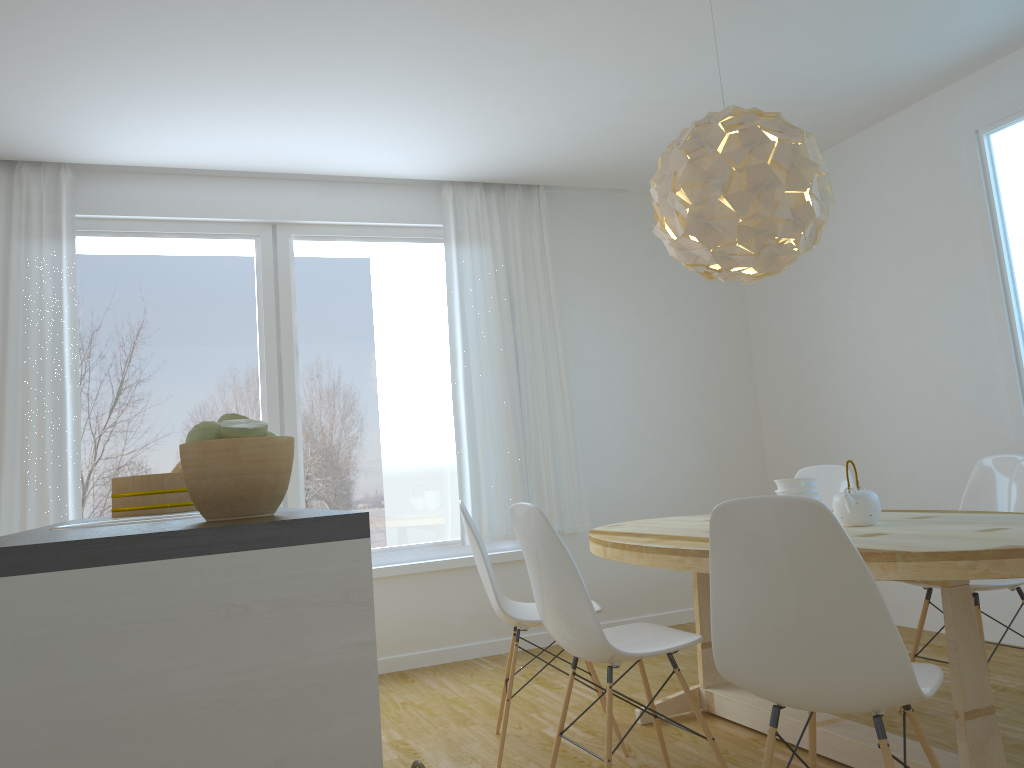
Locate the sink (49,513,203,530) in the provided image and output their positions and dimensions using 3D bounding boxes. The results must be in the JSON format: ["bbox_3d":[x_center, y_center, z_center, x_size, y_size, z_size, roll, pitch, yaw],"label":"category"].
[{"bbox_3d":[-0.853,0.394,2.063,0.403,0.158,0.402,-7,-6,19],"label":"sink"}]

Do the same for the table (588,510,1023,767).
[{"bbox_3d":[1.010,0.847,2.969,1.194,0.732,2.171,-2,-7,-23],"label":"table"}]

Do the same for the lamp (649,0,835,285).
[{"bbox_3d":[0.806,-0.913,3.238,0.647,1.146,0.633,-1,-9,-23],"label":"lamp"}]

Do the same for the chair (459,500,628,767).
[{"bbox_3d":[0.097,0.868,3.296,0.523,0.910,0.426,-4,-8,-2],"label":"chair"}]

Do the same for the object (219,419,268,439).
[{"bbox_3d":[-0.483,0.092,1.598,0.086,0.066,0.083,-4,-7,-10],"label":"object"}]

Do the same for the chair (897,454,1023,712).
[{"bbox_3d":[1.706,0.729,3.254,0.523,0.910,0.426,-1,-9,-22],"label":"chair"}]

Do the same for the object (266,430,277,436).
[{"bbox_3d":[-0.481,0.129,1.669,0.097,0.086,0.081,-9,-9,32],"label":"object"}]

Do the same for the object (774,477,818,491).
[{"bbox_3d":[1.019,0.379,3.166,0.152,0.088,0.150,-5,-6,6],"label":"object"}]

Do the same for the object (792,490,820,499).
[{"bbox_3d":[1.024,0.430,3.156,0.151,0.094,0.151,-7,-7,17],"label":"object"}]

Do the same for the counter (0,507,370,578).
[{"bbox_3d":[-0.941,0.377,2.372,0.601,0.040,2.379,-3,-6,-22],"label":"counter"}]

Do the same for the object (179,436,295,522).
[{"bbox_3d":[-0.505,0.177,1.638,0.204,0.143,0.204,-9,-8,29],"label":"object"}]

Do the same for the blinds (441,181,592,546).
[{"bbox_3d":[0.011,-0.197,5.170,0.795,2.180,0.148,-1,-10,-21],"label":"blinds"}]

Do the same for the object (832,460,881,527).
[{"bbox_3d":[1.106,0.355,2.887,0.177,0.213,0.146,-2,-9,-23],"label":"object"}]

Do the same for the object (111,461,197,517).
[{"bbox_3d":[-1.272,0.369,3.299,0.378,0.216,0.426,-5,-6,6],"label":"object"}]

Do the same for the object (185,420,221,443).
[{"bbox_3d":[-0.557,0.117,1.641,0.086,0.099,0.101,-5,-7,-1],"label":"object"}]

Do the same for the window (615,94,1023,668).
[{"bbox_3d":[1.509,-0.310,2.832,2.550,2.073,1.862,-2,-8,-22],"label":"window"}]

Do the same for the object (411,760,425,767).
[{"bbox_3d":[0.165,0.930,1.859,1.188,0.506,0.467,1,-9,-44],"label":"object"}]

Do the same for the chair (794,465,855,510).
[{"bbox_3d":[1.317,0.825,3.897,0.427,0.910,0.522,-12,-11,42],"label":"chair"}]

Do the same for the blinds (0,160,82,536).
[{"bbox_3d":[-2.459,-0.088,4.171,0.795,2.180,0.148,-1,-10,-22],"label":"blinds"}]

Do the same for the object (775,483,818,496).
[{"bbox_3d":[1.019,0.406,3.159,0.151,0.096,0.150,-4,-7,-5],"label":"object"}]

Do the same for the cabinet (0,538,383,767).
[{"bbox_3d":[-0.902,0.849,2.297,0.601,0.918,2.379,-2,-7,-22],"label":"cabinet"}]

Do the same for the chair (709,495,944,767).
[{"bbox_3d":[0.719,0.685,1.964,0.427,0.910,0.521,-11,-10,37],"label":"chair"}]

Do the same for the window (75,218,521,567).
[{"bbox_3d":[-1.265,0.062,4.826,2.728,1.936,0.087,-2,-9,-22],"label":"window"}]

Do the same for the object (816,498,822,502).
[{"bbox_3d":[1.030,0.453,3.151,0.151,0.083,0.151,-7,-7,17],"label":"object"}]

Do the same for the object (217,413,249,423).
[{"bbox_3d":[-0.535,0.093,1.716,0.077,0.072,0.073,-5,-7,3],"label":"object"}]
